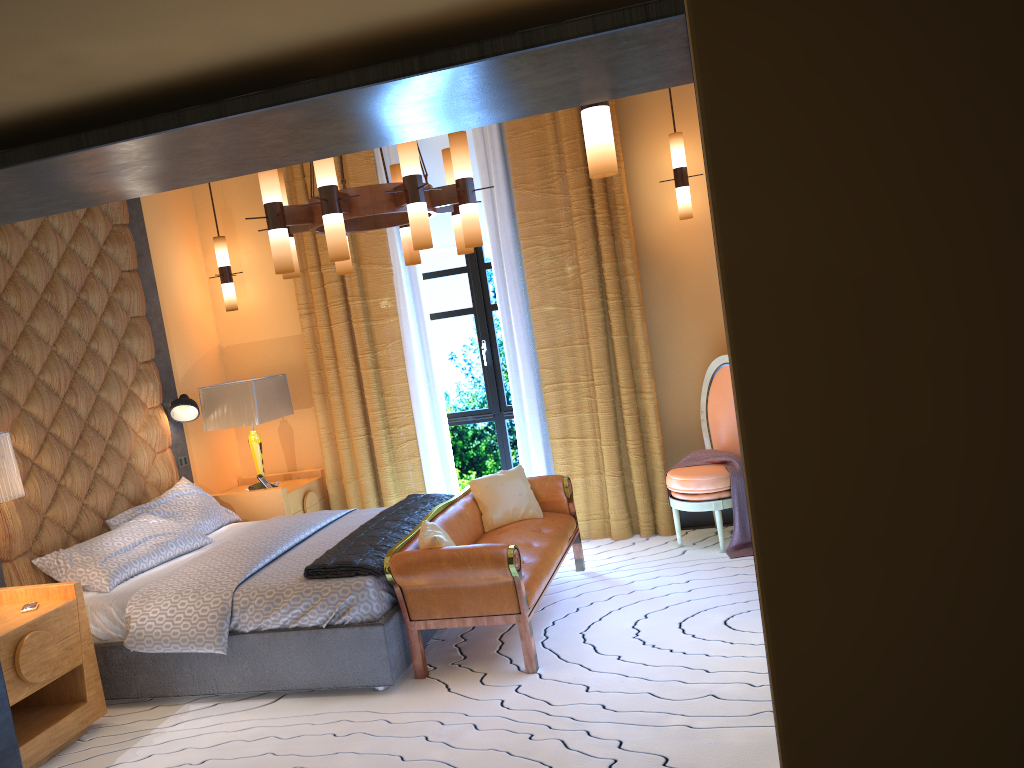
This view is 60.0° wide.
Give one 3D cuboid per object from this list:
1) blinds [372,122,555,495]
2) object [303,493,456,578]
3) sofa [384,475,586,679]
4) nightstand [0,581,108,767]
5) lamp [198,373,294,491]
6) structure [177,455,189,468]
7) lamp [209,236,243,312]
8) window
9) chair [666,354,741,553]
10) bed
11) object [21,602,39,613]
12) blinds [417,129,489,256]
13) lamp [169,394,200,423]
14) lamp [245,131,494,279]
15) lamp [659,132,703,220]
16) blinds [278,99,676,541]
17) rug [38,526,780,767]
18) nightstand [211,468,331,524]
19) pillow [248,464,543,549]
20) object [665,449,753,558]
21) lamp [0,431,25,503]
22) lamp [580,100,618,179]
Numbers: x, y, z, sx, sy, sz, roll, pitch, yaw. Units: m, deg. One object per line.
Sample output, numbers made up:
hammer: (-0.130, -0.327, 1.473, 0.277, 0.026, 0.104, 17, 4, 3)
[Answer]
blinds: (-0.399, -0.862, 6.090, 2.051, 4.084, 0.236, -7, 6, 11)
object: (-0.637, 0.781, 4.769, 0.405, 0.105, 1.457, -7, 5, 14)
sofa: (-0.063, 0.944, 4.741, 0.651, 0.641, 1.611, -7, 5, 14)
nightstand: (-2.326, 1.330, 3.848, 0.721, 0.701, 0.706, -7, 5, 14)
lamp: (-1.810, 0.371, 6.209, 0.424, 0.804, 0.504, -7, 6, 14)
structure: (-2.221, 0.524, 5.976, 0.016, 0.071, 0.103, -7, 5, 14)
lamp: (-2.057, -0.790, 6.370, 0.199, 0.533, 0.199, -12, 6, -31)
window: (-0.193, -0.369, 6.441, 1.201, 3.006, 0.130, -7, 6, 14)
chair: (1.243, 0.423, 5.543, 0.631, 1.149, 0.500, -14, 7, -43)
bed: (-1.399, 0.986, 4.980, 2.108, 0.826, 1.883, -7, 5, 14)
object: (-2.162, 1.002, 3.978, 0.064, 0.018, 0.111, -10, 5, -21)
blinds: (-0.354, -1.416, 6.324, 1.201, 0.875, 0.013, -7, 6, 14)
lamp: (-2.023, 0.146, 5.985, 0.567, 0.218, 0.231, -11, 6, -28)
lamp: (-0.801, -1.659, 4.210, 1.142, 2.173, 1.138, -5, 7, 36)
lamp: (1.062, -1.304, 5.571, 0.199, 0.533, 0.199, -12, 6, -31)
blinds: (-0.384, -0.880, 5.999, 2.452, 4.154, 0.134, -7, 6, 14)
rug: (-0.479, 1.339, 4.634, 3.704, 0.016, 3.378, -7, 5, 14)
nightstand: (-1.734, 1.043, 6.377, 0.720, 0.691, 0.678, -7, 5, 14)
pillow: (-0.625, 0.716, 5.392, 1.144, 0.408, 2.628, -12, 6, -34)
object: (1.305, 0.703, 5.460, 0.428, 0.573, 0.802, -11, 6, -28)
lamp: (-2.420, 0.656, 3.794, 0.424, 0.804, 0.504, -7, 6, 14)
lamp: (0.240, -0.894, 2.664, 0.199, 0.533, 0.199, -12, 6, -31)
